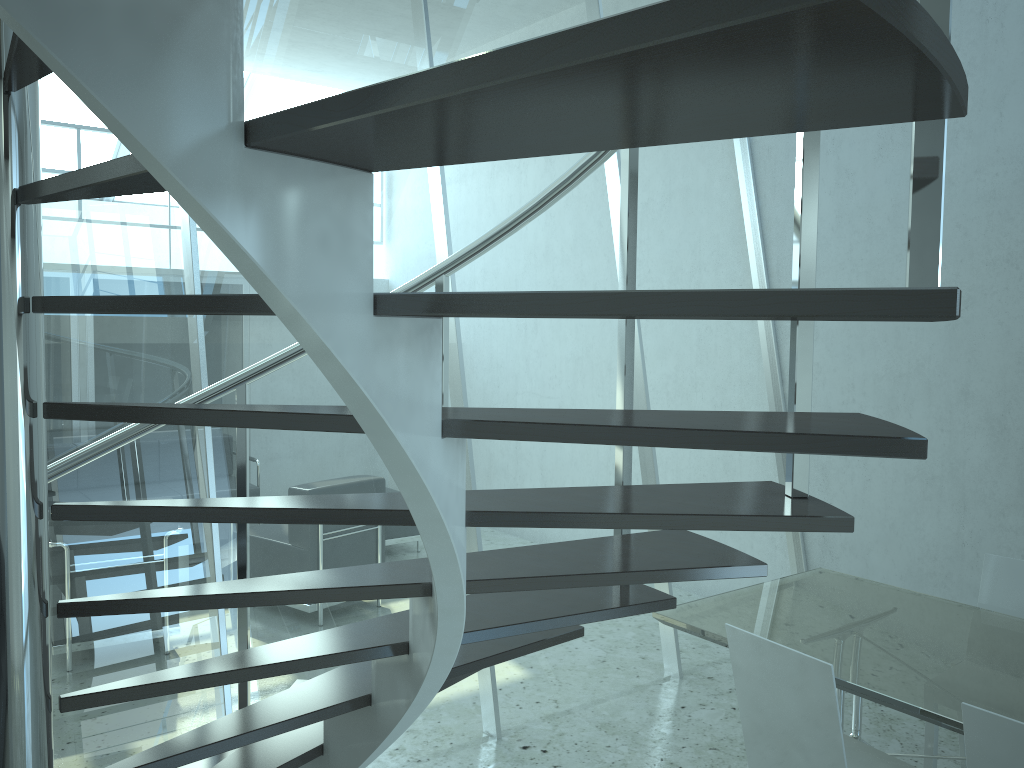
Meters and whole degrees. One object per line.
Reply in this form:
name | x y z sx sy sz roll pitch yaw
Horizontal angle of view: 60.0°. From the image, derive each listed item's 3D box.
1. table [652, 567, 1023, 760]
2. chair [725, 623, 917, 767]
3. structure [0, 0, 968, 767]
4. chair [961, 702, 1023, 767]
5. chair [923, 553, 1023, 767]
table | 1.515 1.198 2.579 1.000 0.720 2.100 -2 5 -37
chair | 0.914 1.123 2.557 0.492 0.857 0.413 -2 4 -32
structure | -1.225 -0.450 0.920 3.780 4.156 2.655 -2 5 -37
chair | 1.329 1.160 2.058 0.492 0.857 0.410 -2 5 -37
chair | 1.759 1.097 3.138 0.492 0.857 0.413 -3 5 -42
